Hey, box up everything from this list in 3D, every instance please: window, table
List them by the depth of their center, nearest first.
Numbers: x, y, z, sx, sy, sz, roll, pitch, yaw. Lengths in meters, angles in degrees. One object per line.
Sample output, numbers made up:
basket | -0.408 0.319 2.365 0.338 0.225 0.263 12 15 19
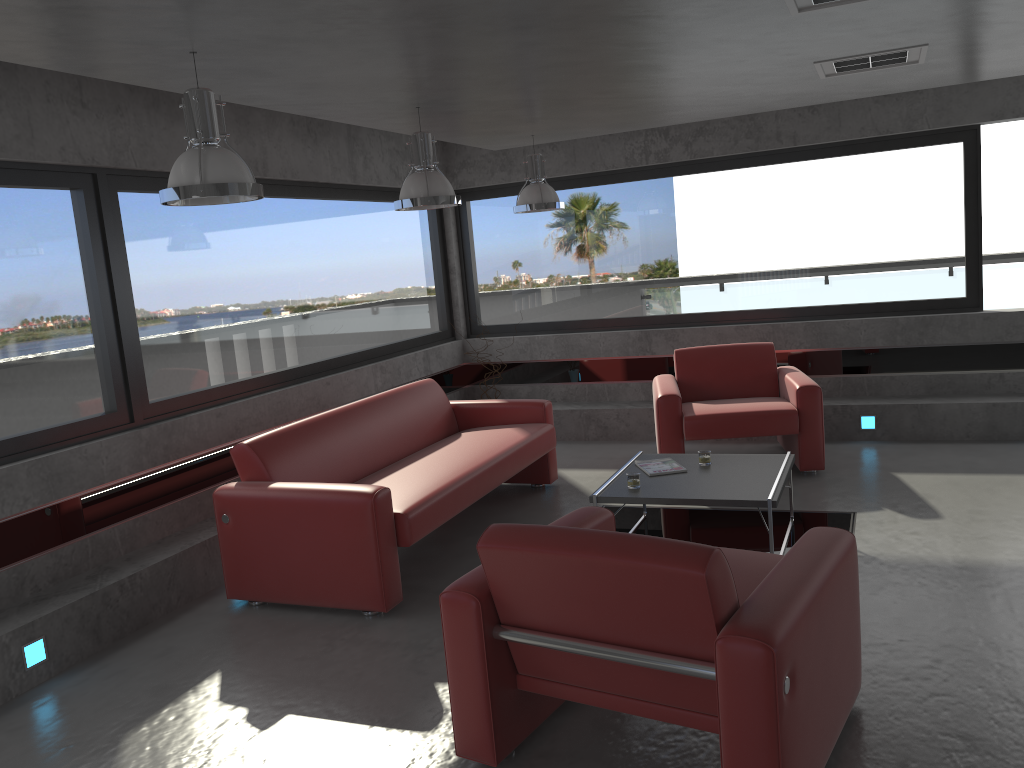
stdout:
table | 1.088 0.724 5.152 0.994 0.436 1.018 -2 9 23
window | -2.233 -0.531 5.345 0.003 1.364 7.800 -2 9 23
window | 1.643 -1.291 8.157 4.583 1.364 0.003 -2 9 23

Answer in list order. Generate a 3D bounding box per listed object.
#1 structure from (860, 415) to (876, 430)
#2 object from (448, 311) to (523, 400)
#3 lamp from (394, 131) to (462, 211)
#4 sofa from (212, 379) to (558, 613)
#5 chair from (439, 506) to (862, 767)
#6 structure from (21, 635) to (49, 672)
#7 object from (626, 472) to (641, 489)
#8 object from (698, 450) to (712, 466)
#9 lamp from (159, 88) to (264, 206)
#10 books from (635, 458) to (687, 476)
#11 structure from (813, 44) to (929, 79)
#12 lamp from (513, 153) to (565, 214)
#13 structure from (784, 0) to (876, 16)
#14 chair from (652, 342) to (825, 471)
structure | 2.922 0.317 7.276 0.123 0.123 0.004 -2 9 23
object | -0.205 0.022 7.810 0.531 1.289 0.466 1 10 36
lamp | -0.501 -1.226 5.087 0.389 0.422 0.388 -2 9 23
sofa | -0.611 0.536 5.781 1.120 0.854 2.626 -2 9 23
chair | 0.543 0.803 3.211 1.196 0.854 1.130 0 10 33
structure | -2.203 1.244 4.096 0.004 0.123 0.123 -2 9 23
object | 0.681 0.540 4.966 0.079 0.077 0.079 -4 8 6
object | 1.158 0.444 5.330 0.079 0.077 0.079 0 10 31
lamp | -1.191 -0.927 3.452 0.389 0.422 0.388 -2 9 23
books | 0.894 0.494 5.345 0.228 0.022 0.326 -6 8 -7
structure | 1.979 -1.896 4.904 0.563 0.240 0.563 -2 9 23
lamp | 0.188 -1.526 6.723 0.388 0.422 0.389 -3 8 12
structure | 1.293 -1.598 3.279 0.563 0.240 0.563 -2 9 23
chair | 1.706 0.168 6.867 1.196 0.854 1.130 -4 8 8
